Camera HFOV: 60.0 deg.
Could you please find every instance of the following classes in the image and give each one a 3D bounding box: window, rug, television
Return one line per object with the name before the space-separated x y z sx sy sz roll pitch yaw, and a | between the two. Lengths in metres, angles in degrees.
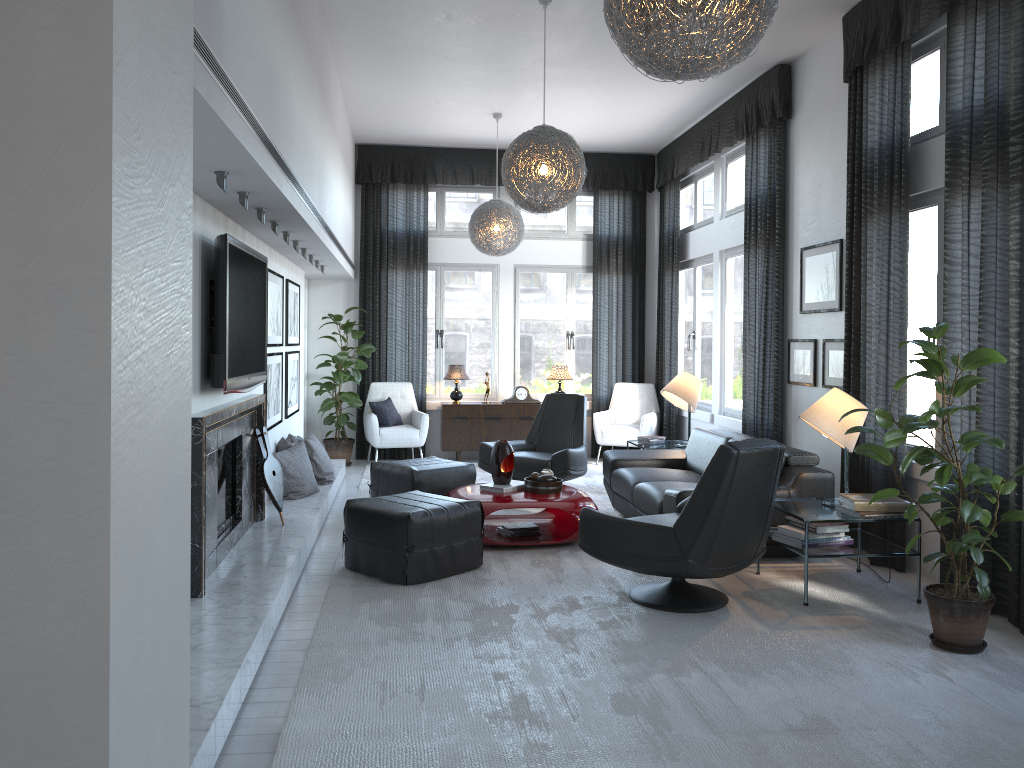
window | -0.768 -0.974 9.471 1.268 2.322 0.133 0 0 -7
rug | 0.455 0.989 5.324 2.954 0.032 7.777 0 3 -7
window | 1.979 -0.849 7.329 0.133 2.322 1.269 0 1 -7
window | 0.641 -0.970 9.641 1.268 2.322 0.133 0 0 -7
window | 1.809 -0.917 8.738 0.133 2.322 1.269 0 1 -7
television | -1.418 -0.333 4.571 0.129 0.752 1.160 0 2 -7
window | 2.295 -0.723 4.714 0.133 2.322 1.269 0 1 -7

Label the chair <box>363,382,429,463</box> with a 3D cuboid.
chair | -1.176 0.404 8.915 0.594 0.823 0.613 0 1 -17

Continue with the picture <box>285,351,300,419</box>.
picture | -1.798 -0.008 7.268 0.020 0.522 0.792 0 2 -7

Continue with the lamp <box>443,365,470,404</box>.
lamp | -0.573 0.002 9.144 0.280 0.397 0.281 1 1 19

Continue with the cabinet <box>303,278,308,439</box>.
cabinet | -2.166 -0.124 8.697 0.191 1.894 1.173 0 1 -7

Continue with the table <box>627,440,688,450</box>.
table | 1.309 0.702 7.345 0.593 0.410 0.594 0 2 -7

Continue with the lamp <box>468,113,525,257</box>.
lamp | -0.136 -1.800 8.025 0.512 1.306 0.515 0 1 -12

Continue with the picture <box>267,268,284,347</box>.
picture | -1.668 -0.524 6.231 0.020 0.522 0.792 0 2 -7

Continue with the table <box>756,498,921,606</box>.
table | 1.649 0.838 4.529 0.593 0.410 0.594 0 2 -7

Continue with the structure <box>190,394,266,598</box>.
structure | -1.666 0.560 4.554 0.520 0.923 1.688 0 2 -7

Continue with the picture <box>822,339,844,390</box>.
picture | 2.118 -0.129 5.744 0.020 0.326 0.428 0 2 -7

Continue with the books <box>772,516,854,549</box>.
books | 1.524 0.740 4.441 0.322 0.115 0.279 -1 3 -22

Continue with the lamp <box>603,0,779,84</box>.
lamp | 0.524 -1.537 2.574 0.515 1.306 0.513 1 1 8

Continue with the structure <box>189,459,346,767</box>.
structure | -1.301 0.934 4.592 0.393 0.135 7.215 0 3 -7

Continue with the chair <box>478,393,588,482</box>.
chair | 0.273 0.496 7.159 0.841 0.810 0.805 1 2 31

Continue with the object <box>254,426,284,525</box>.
object | -1.433 0.544 5.274 0.175 0.580 0.196 0 1 -26

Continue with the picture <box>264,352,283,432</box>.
picture | -1.675 0.042 6.235 0.020 0.522 0.792 0 2 -7

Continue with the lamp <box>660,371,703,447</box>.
lamp | 1.639 0.419 6.861 0.475 1.015 1.168 0 2 -33

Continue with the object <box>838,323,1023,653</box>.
object | 1.777 0.413 3.699 0.784 1.331 0.535 1 1 3

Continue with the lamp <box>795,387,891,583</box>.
lamp | 1.861 0.507 5.026 0.475 1.015 1.168 1 2 19

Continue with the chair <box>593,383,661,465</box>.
chair | 1.200 0.411 9.188 0.594 0.823 0.613 1 1 23

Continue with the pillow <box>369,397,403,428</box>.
pillow | -1.260 0.286 8.900 0.252 0.295 0.357 1 2 20

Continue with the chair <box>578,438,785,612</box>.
chair | 0.870 0.640 4.223 0.840 0.810 0.805 -1 2 -34

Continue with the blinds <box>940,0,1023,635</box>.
blinds | 2.240 -0.484 3.943 0.115 3.110 1.081 0 1 -10

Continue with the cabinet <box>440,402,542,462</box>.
cabinet | -0.039 0.505 9.259 1.399 0.612 0.386 0 1 -7

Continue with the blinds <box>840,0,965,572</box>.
blinds | 2.239 -0.568 3.977 0.189 3.276 3.215 0 2 -7

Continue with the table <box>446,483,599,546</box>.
table | 0.046 0.821 5.692 0.942 0.300 0.940 0 3 -7

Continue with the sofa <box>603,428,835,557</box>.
sofa | 1.252 0.663 5.861 0.936 0.616 1.906 0 2 -7

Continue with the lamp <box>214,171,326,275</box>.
lamp | -1.364 -0.871 5.476 0.053 0.081 4.257 0 3 -7

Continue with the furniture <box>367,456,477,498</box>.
furniture | -0.652 0.749 6.423 0.599 0.378 0.614 -1 3 -43

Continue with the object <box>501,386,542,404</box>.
object | 0.096 0.110 9.238 0.406 0.180 0.181 0 2 -7

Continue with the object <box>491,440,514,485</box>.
object | -0.062 0.501 5.692 0.151 0.280 0.153 1 1 33

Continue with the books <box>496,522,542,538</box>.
books | 0.049 0.937 5.711 0.272 0.054 0.204 -1 3 -31

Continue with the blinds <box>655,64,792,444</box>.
blinds | 1.750 -0.763 8.027 0.189 3.276 3.215 0 2 -7

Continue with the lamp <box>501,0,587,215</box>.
lamp | 0.196 -1.669 5.299 0.515 1.306 0.513 0 1 -12

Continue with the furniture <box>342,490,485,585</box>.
furniture | -0.547 0.823 4.869 0.599 0.378 0.614 2 3 42

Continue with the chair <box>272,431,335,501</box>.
chair | -1.549 0.582 6.689 0.391 0.431 1.337 0 2 -6

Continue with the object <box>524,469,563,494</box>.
object | 0.199 0.614 5.621 0.242 0.133 0.242 2 3 31

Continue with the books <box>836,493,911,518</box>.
books | 1.802 0.607 4.425 0.320 0.075 0.279 0 3 -2

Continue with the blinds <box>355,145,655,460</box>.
blinds | -0.050 -0.844 9.426 3.212 3.276 0.189 0 0 -7

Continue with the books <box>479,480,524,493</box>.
books | -0.036 0.656 5.695 0.201 0.030 0.306 3 3 38

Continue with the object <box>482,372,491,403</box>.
object | -0.267 0.038 9.209 0.096 0.324 0.096 0 1 -7

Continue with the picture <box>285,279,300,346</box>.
picture | -1.793 -0.574 7.264 0.020 0.522 0.792 0 2 -7

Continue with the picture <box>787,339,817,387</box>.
picture | 2.053 -0.155 6.281 0.020 0.326 0.428 0 2 -7

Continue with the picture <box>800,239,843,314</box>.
picture | 2.091 -0.717 6.008 0.020 0.467 0.589 0 2 -7

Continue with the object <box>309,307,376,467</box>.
object | -1.679 0.025 8.764 0.936 1.589 0.639 1 1 38

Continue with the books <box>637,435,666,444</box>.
books | 1.173 0.471 7.472 0.215 0.050 0.161 -1 3 -35

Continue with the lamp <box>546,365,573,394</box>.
lamp | 0.501 0.005 9.273 0.280 0.397 0.281 1 1 19
